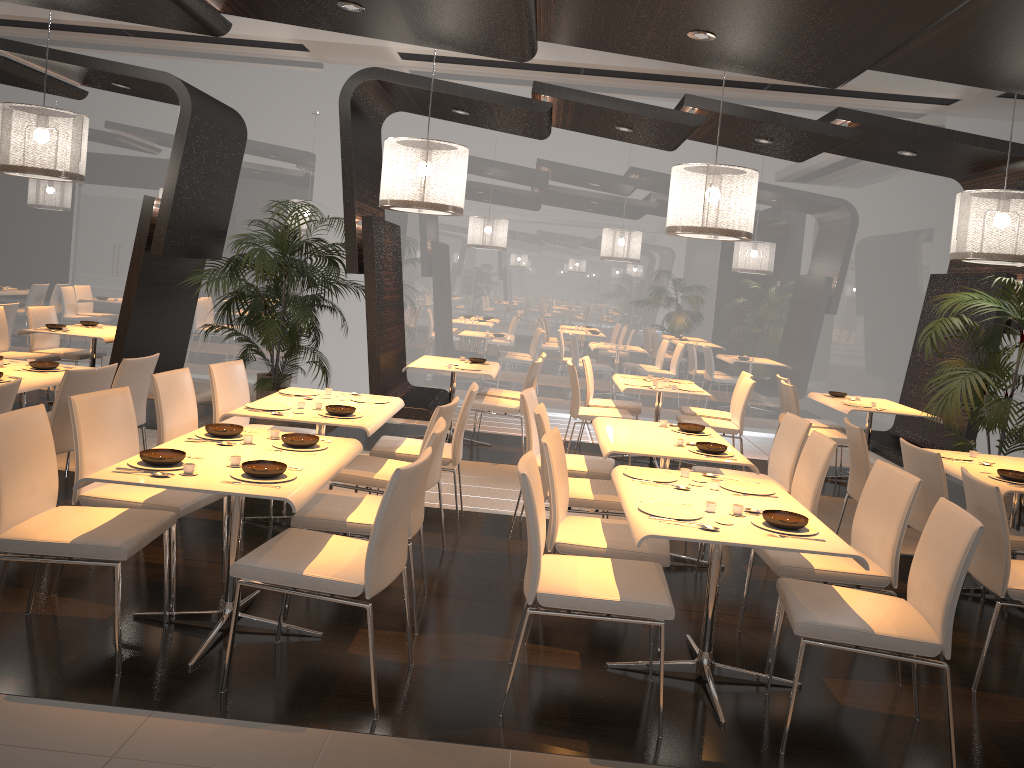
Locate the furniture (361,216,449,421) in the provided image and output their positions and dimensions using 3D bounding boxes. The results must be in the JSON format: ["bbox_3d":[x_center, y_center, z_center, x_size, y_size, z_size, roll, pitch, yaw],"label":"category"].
[{"bbox_3d":[-0.932,-0.630,8.105,0.757,1.669,1.408,5,4,1],"label":"furniture"}]

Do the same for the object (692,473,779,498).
[{"bbox_3d":[0.984,0.435,3.934,0.334,0.038,0.379,4,7,-9],"label":"object"}]

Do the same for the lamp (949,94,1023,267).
[{"bbox_3d":[3.620,-1.838,6.402,0.629,1.924,0.626,7,3,34],"label":"lamp"}]

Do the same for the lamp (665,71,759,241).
[{"bbox_3d":[1.533,-2.038,6.469,0.629,1.924,0.626,7,3,30],"label":"lamp"}]

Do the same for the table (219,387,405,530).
[{"bbox_3d":[-1.134,0.479,5.157,0.800,0.723,1.153,5,5,2],"label":"table"}]

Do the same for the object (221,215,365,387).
[{"bbox_3d":[-2.302,-0.771,9.127,1.502,2.053,1.571,2,5,-37],"label":"object"}]

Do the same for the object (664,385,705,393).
[{"bbox_3d":[1.515,0.027,7.790,0.334,0.038,0.379,4,7,-9],"label":"object"}]

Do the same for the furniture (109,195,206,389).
[{"bbox_3d":[-3.428,-0.869,8.184,0.757,1.669,1.408,5,4,1],"label":"furniture"}]

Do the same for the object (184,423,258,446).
[{"bbox_3d":[-1.272,0.221,3.970,0.303,0.044,0.367,5,7,1],"label":"object"}]

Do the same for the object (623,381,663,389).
[{"bbox_3d":[1.151,0.001,7.730,0.334,0.038,0.379,5,7,-4],"label":"object"}]

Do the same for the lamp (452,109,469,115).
[{"bbox_3d":[-0.465,-2.485,8.028,0.160,0.054,0.161,6,6,7],"label":"lamp"}]

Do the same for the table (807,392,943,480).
[{"bbox_3d":[3.213,0.540,8.011,0.800,0.723,1.153,5,5,2],"label":"table"}]

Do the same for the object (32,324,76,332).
[{"bbox_3d":[-4.068,-0.504,7.911,0.303,0.044,0.367,5,7,1],"label":"object"}]

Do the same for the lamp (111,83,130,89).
[{"bbox_3d":[-3.594,-2.758,8.129,0.161,0.055,0.162,5,6,-4],"label":"lamp"}]

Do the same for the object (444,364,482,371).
[{"bbox_3d":[-0.437,-0.160,7.851,0.334,0.038,0.379,4,7,-9],"label":"object"}]

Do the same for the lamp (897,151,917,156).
[{"bbox_3d":[3.533,-2.076,7.902,0.161,0.055,0.162,5,6,-4],"label":"lamp"}]

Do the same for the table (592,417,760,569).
[{"bbox_3d":[0.985,0.681,5.093,1.053,0.723,1.153,5,5,2],"label":"table"}]

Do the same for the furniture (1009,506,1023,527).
[{"bbox_3d":[3.613,0.249,4.221,0.757,1.667,2.917,5,6,1],"label":"furniture"}]

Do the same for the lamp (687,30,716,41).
[{"bbox_3d":[1.074,-1.986,5.002,0.161,0.050,0.162,6,6,7],"label":"lamp"}]

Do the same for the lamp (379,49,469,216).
[{"bbox_3d":[-0.587,-2.240,6.536,0.629,1.924,0.626,7,3,30],"label":"lamp"}]

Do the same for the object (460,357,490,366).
[{"bbox_3d":[-0.356,-0.223,8.422,0.303,0.044,0.367,5,7,1],"label":"object"}]

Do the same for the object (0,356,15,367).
[{"bbox_3d":[-3.264,-0.147,5.530,0.303,0.044,0.367,5,7,1],"label":"object"}]

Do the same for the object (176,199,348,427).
[{"bbox_3d":[-2.121,-0.625,8.038,1.560,2.053,1.513,5,4,-5],"label":"object"}]

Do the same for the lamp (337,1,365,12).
[{"bbox_3d":[-0.921,-2.177,5.065,0.160,0.050,0.161,5,6,-4],"label":"lamp"}]

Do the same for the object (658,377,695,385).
[{"bbox_3d":[1.552,-0.043,8.405,0.334,0.038,0.379,4,7,-9],"label":"object"}]

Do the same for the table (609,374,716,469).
[{"bbox_3d":[1.321,0.358,8.078,0.800,0.723,1.153,5,5,2],"label":"table"}]

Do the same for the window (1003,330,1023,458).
[{"bbox_3d":[5.347,-0.713,6.269,0.070,3.961,6.616,5,6,1],"label":"window"}]

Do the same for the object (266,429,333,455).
[{"bbox_3d":[-0.971,0.250,3.955,0.303,0.044,0.367,5,7,1],"label":"object"}]

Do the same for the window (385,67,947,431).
[{"bbox_3d":[1.653,-1.526,10.257,6.580,3.968,0.070,5,2,2],"label":"window"}]

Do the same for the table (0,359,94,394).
[{"bbox_3d":[-3.135,0.285,5.239,0.800,0.723,1.153,5,5,2],"label":"table"}]

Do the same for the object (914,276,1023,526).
[{"bbox_3d":[3.750,0.091,6.548,1.508,2.053,1.565,6,4,15],"label":"object"}]

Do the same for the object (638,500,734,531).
[{"bbox_3d":[0.651,0.479,3.313,0.334,0.038,0.379,5,7,-4],"label":"object"}]

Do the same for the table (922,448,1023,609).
[{"bbox_3d":[2.848,0.861,5.019,0.800,0.723,1.153,5,5,2],"label":"table"}]

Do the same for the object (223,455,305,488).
[{"bbox_3d":[-0.965,0.321,3.362,0.303,0.044,0.367,5,7,1],"label":"object"}]

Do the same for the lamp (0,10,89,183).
[{"bbox_3d":[-3.481,-2.517,6.628,0.625,1.924,0.630,4,3,-26],"label":"lamp"}]

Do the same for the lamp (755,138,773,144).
[{"bbox_3d":[2.264,-2.197,7.942,0.161,0.055,0.162,5,6,-4],"label":"lamp"}]

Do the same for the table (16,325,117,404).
[{"bbox_3d":[-3.914,-0.142,8.238,0.800,0.723,1.153,5,5,2],"label":"table"}]

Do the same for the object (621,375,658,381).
[{"bbox_3d":[1.202,-0.067,8.336,0.334,0.038,0.379,5,7,-4],"label":"object"}]

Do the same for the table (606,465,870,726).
[{"bbox_3d":[0.815,0.842,3.603,0.800,0.723,1.153,5,5,2],"label":"table"}]

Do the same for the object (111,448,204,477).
[{"bbox_3d":[-1.306,0.291,3.351,0.303,0.044,0.367,5,7,1],"label":"object"}]

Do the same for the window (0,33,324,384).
[{"bbox_3d":[-5.512,-2.211,10.485,6.580,3.968,0.070,5,2,2],"label":"window"}]

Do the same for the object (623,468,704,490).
[{"bbox_3d":[0.672,0.408,3.926,0.334,0.038,0.379,5,7,-4],"label":"object"}]

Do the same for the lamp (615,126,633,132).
[{"bbox_3d":[1.014,-2.317,7.982,0.161,0.055,0.162,5,6,-4],"label":"lamp"}]

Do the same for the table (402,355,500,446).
[{"bbox_3d":[-0.559,0.177,8.149,0.800,0.723,1.153,5,5,2],"label":"table"}]

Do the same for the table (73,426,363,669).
[{"bbox_3d":[-1.150,0.654,3.665,0.800,0.723,1.153,5,5,2],"label":"table"}]

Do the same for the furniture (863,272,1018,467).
[{"bbox_3d":[3.699,-0.187,7.958,0.757,1.669,1.408,5,4,1],"label":"furniture"}]

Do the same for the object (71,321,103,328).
[{"bbox_3d":[-4.052,-0.574,8.518,0.303,0.044,0.367,5,7,-4],"label":"object"}]

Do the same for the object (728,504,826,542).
[{"bbox_3d":[0.986,0.506,3.317,0.303,0.044,0.367,5,7,1],"label":"object"}]
